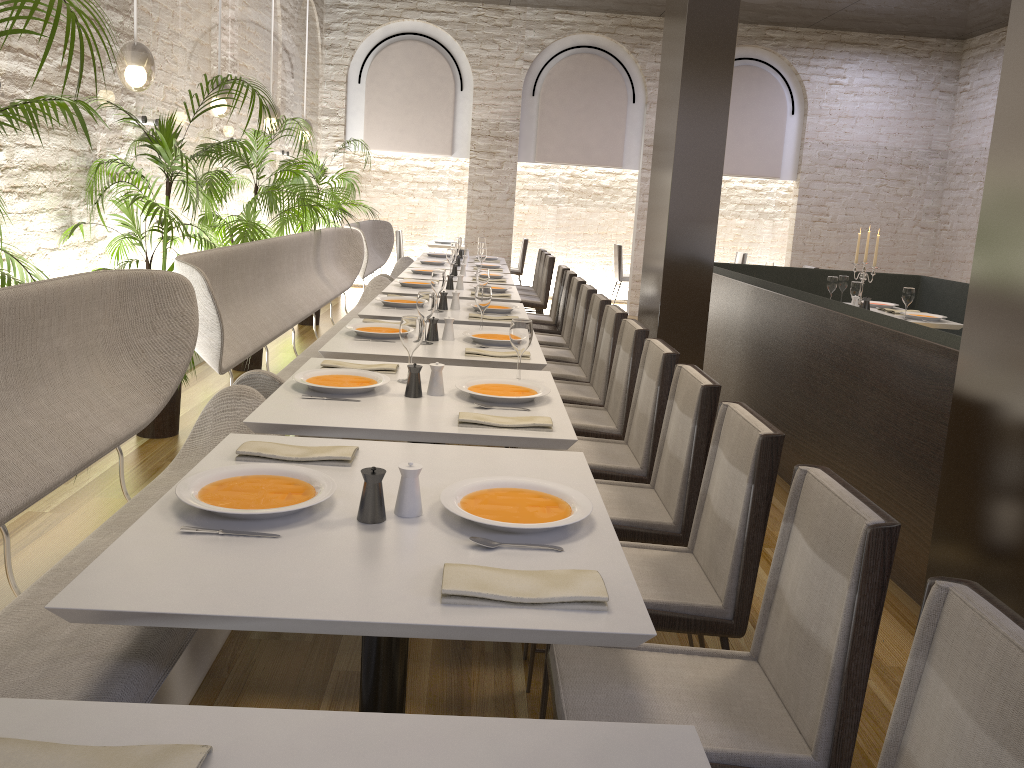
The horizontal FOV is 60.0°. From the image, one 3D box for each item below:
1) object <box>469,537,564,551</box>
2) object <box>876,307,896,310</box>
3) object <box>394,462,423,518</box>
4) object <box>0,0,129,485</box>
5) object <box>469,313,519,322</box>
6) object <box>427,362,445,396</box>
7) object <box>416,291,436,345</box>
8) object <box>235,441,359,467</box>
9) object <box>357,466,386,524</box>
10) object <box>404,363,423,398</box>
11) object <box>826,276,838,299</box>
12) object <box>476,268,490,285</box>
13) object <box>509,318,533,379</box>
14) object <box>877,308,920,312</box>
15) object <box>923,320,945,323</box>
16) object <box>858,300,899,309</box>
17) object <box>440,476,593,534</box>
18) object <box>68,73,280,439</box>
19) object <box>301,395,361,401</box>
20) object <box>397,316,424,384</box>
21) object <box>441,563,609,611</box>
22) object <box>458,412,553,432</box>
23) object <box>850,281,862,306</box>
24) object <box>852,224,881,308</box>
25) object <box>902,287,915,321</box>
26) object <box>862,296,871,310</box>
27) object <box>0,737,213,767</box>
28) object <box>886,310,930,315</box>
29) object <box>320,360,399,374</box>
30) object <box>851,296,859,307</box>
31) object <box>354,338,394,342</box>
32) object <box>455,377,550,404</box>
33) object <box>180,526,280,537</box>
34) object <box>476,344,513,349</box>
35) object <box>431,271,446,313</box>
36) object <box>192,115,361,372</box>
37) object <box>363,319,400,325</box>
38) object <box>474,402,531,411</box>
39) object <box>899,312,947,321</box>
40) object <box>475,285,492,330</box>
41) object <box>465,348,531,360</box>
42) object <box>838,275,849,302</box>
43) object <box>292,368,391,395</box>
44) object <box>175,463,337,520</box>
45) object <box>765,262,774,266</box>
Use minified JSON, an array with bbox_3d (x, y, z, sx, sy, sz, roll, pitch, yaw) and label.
[{"bbox_3d":[0.009,0.305,1.683,0.181,0.015,0.038,4,11,-1],"label":"object"},{"bbox_3d":[2.966,-0.595,7.008,0.181,0.015,0.038,4,11,-1],"label":"object"},{"bbox_3d":[-0.211,0.213,1.826,0.059,0.109,0.060,2,10,-11],"label":"object"},{"bbox_3d":[-1.791,-0.232,2.683,1.148,1.961,1.193,9,11,27],"label":"object"},{"bbox_3d":[-0.103,-0.369,4.918,0.273,0.033,0.144,3,12,-3],"label":"object"},{"bbox_3d":[-0.251,-0.020,2.943,0.059,0.109,0.060,5,10,6],"label":"object"},{"bbox_3d":[-0.384,-0.293,3.932,0.087,0.229,0.086,-6,13,-44],"label":"object"},{"bbox_3d":[-0.523,0.167,2.179,0.273,0.033,0.144,3,12,-3],"label":"object"},{"bbox_3d":[-0.280,0.218,1.778,0.059,0.109,0.060,2,10,-11],"label":"object"},{"bbox_3d":[-0.320,-0.014,2.895,0.059,0.109,0.060,5,10,6],"label":"object"},{"bbox_3d":[2.534,-0.738,7.034,0.086,0.229,0.087,10,11,33],"label":"object"},{"bbox_3d":[-0.186,-0.605,5.510,0.087,0.229,0.086,12,12,39],"label":"object"},{"bbox_3d":[0.029,-0.120,3.226,0.087,0.229,0.086,12,12,39],"label":"object"},{"bbox_3d":[3.001,-0.567,6.877,0.273,0.033,0.144,3,12,-3],"label":"object"},{"bbox_3d":[2.992,-0.442,6.271,0.181,0.015,0.038,4,11,-1],"label":"object"},{"bbox_3d":[2.964,-0.640,7.185,0.322,0.036,0.323,-7,16,-43],"label":"object"},{"bbox_3d":[0.008,0.260,1.862,0.322,0.036,0.324,-1,13,-24],"label":"object"},{"bbox_3d":[-1.865,-0.666,4.765,1.148,1.961,1.193,9,11,27],"label":"object"},{"bbox_3d":[-0.567,0.044,2.777,0.185,0.010,0.017,3,11,-3],"label":"object"},{"bbox_3d":[-0.354,-0.120,3.105,0.087,0.229,0.086,12,12,39],"label":"object"},{"bbox_3d":[0.019,0.341,1.509,0.273,0.033,0.144,3,12,-3],"label":"object"},{"bbox_3d":[-0.021,0.108,2.626,0.273,0.033,0.144,3,12,-3],"label":"object"},{"bbox_3d":[2.550,-0.645,6.586,0.086,0.229,0.087,10,11,33],"label":"object"},{"bbox_3d":[2.690,-0.889,6.763,0.131,0.652,0.392,5,10,8],"label":"object"},{"bbox_3d":[2.815,-0.571,6.314,0.086,0.229,0.087,10,11,33],"label":"object"},{"bbox_3d":[2.670,-0.598,6.677,0.069,0.126,0.069,12,13,38],"label":"object"},{"bbox_3d":[-0.479,0.424,0.946,0.273,0.033,0.144,3,12,-3],"label":"object"},{"bbox_3d":[3.007,-0.535,6.725,0.273,0.033,0.144,3,12,-3],"label":"object"},{"bbox_3d":[-0.563,-0.066,3.296,0.273,0.033,0.144,3,12,-3],"label":"object"},{"bbox_3d":[2.589,-0.607,6.697,0.069,0.126,0.069,12,13,38],"label":"object"},{"bbox_3d":[-0.608,-0.195,3.925,0.185,0.010,0.017,3,11,-3],"label":"object"},{"bbox_3d":[-0.032,0.027,2.980,0.323,0.036,0.323,11,14,32],"label":"object"},{"bbox_3d":[-0.527,0.277,1.661,0.185,0.010,0.017,3,11,-3],"label":"object"},{"bbox_3d":[-0.072,-0.167,3.947,0.181,0.015,0.038,4,11,-1],"label":"object"},{"bbox_3d":[-0.424,-0.526,5.052,0.087,0.229,0.086,12,12,39],"label":"object"},{"bbox_3d":[-1.938,-1.079,6.747,1.193,1.961,1.148,12,13,37],"label":"object"},{"bbox_3d":[-0.604,-0.305,4.443,0.273,0.033,0.144,3,12,-3],"label":"object"},{"bbox_3d":[-0.031,0.072,2.800,0.181,0.015,0.038,4,11,-1],"label":"object"},{"bbox_3d":[2.990,-0.487,6.449,0.321,0.036,0.324,-2,13,-26],"label":"object"},{"bbox_3d":[-0.146,-0.371,4.391,0.086,0.229,0.086,4,10,3],"label":"object"},{"bbox_3d":[-0.062,-0.131,3.773,0.273,0.033,0.144,3,12,-3],"label":"object"},{"bbox_3d":[2.694,-0.767,7.227,0.086,0.229,0.086,-2,11,-32],"label":"object"},{"bbox_3d":[-0.568,-0.004,2.957,0.323,0.036,0.323,11,14,32],"label":"object"},{"bbox_3d":[-0.528,0.229,1.840,0.322,0.036,0.324,-1,13,-24],"label":"object"},{"bbox_3d":[2.530,-1.089,8.736,0.087,0.229,0.086,9,11,27],"label":"object"}]
